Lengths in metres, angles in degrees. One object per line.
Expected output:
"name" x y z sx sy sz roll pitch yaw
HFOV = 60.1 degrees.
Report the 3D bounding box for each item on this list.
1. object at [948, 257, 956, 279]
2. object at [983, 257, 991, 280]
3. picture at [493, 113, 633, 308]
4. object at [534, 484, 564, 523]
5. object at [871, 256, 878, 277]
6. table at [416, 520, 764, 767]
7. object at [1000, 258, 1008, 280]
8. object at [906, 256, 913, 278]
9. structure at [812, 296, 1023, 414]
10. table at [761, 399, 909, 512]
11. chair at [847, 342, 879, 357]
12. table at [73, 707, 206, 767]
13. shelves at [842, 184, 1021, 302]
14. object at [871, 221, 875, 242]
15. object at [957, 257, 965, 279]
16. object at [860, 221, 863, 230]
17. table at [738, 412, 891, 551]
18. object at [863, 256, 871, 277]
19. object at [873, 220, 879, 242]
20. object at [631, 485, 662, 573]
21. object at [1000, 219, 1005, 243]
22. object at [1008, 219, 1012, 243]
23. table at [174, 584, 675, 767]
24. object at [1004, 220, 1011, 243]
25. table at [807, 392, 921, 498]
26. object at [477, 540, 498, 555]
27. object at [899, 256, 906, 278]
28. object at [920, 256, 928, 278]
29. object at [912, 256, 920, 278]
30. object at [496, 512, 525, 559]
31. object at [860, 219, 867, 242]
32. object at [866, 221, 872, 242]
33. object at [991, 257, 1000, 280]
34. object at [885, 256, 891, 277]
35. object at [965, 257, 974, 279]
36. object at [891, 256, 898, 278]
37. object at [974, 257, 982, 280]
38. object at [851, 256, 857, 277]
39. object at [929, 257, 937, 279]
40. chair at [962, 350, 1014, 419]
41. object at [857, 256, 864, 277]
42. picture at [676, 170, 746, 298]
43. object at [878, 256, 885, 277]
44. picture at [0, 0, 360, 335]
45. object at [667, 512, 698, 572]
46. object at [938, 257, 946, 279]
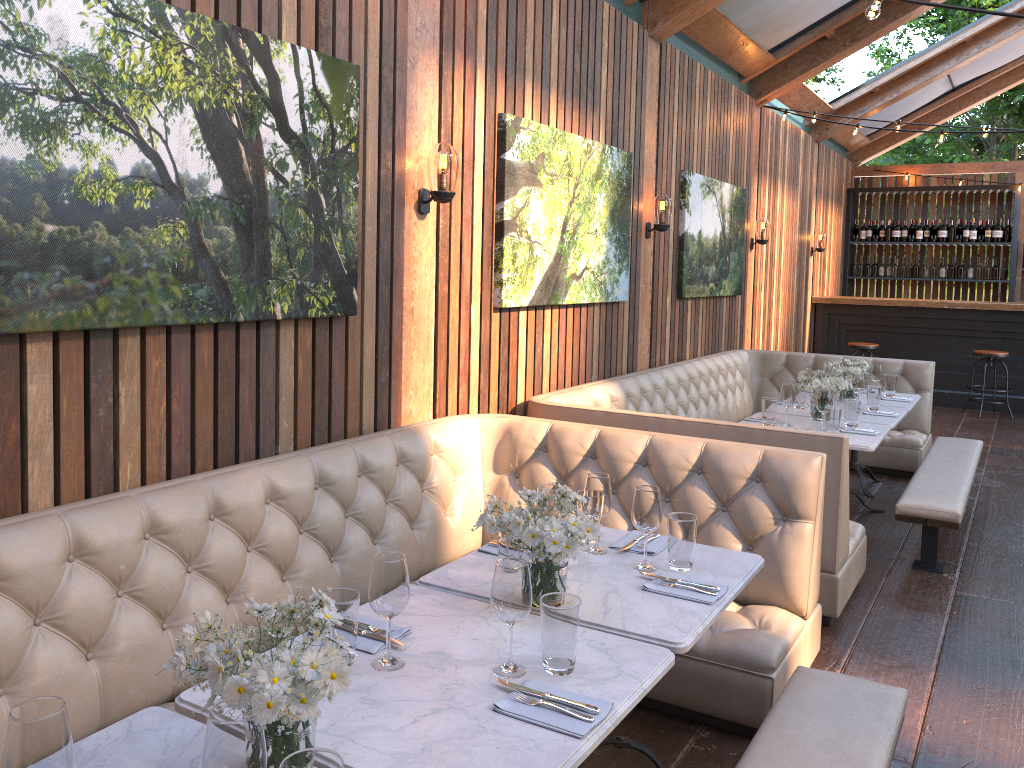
"object" 6.162 -1.626 12.398 0.094 0.307 0.094 -1 5 -32
"object" 6.528 -1.586 12.158 0.094 0.307 0.094 3 4 26
"picture" 0.357 -0.972 5.251 0.065 0.993 1.656 4 7 30
"object" 0.108 0.424 2.603 0.092 0.243 0.093 1 4 -12
"object" 5.301 -1.717 12.929 0.094 0.307 0.094 -1 5 -32
"table" 0.252 0.880 2.661 0.800 0.669 0.802 5 7 29
"object" 6.719 -1.570 12.073 0.094 0.307 0.095 -1 5 -34
"object" 5.697 -1.674 12.675 0.094 0.307 0.095 -1 5 -34
"structure" 6.960 -0.224 9.961 6.816 1.269 0.859 6 6 30
"table" 2.126 0.504 5.851 0.800 0.669 0.801 5 7 30
"chair" 4.246 -0.123 10.749 0.469 0.732 0.469 5 6 37
"table" -0.575 1.045 1.256 0.800 0.669 0.802 5 7 29
"shelves" 5.940 -1.386 12.680 2.207 2.816 0.503 4 5 30
"object" 5.284 -2.235 12.969 0.136 0.314 0.137 1 4 -8
"object" 6.244 -1.613 12.309 0.094 0.307 0.095 1 4 -5
"object" 5.189 -2.252 13.079 0.078 0.311 0.078 3 4 25
"table" 1.713 0.587 5.148 0.800 0.669 0.802 5 7 29
"object" 5.197 -1.722 12.946 0.094 0.307 0.095 1 4 -5
"object" 5.274 -2.215 12.825 0.077 0.308 0.078 2 4 9
"object" 0.398 0.428 2.625 0.092 0.243 0.092 4 5 33
"object" 6.727 -2.105 12.171 0.087 0.333 0.088 2 4 10
"object" 6.781 -2.088 12.090 0.081 0.322 0.081 2 4 9
"table" -0.161 0.962 1.958 0.800 0.669 0.801 5 7 30
"object" 6.721 -2.067 11.998 0.075 0.301 0.075 -2 5 -43
"table" 2.540 0.421 6.554 0.800 0.669 0.802 5 7 29
"object" 0.034 0.515 2.760 0.255 0.019 0.158 6 9 30
"object" 5.621 -1.684 12.735 0.094 0.307 0.094 3 4 26
"object" 5.835 -1.651 12.528 0.094 0.307 0.095 2 4 12
"object" 5.752 -1.662 12.597 0.094 0.307 0.094 4 5 31
"object" -0.002 0.466 2.594 0.092 0.157 0.092 3 5 17
"object" 5.148 -2.247 12.956 0.087 0.333 0.088 2 4 10
"object" 5.208 -2.223 12.888 0.077 0.305 0.077 -2 5 -43
"object" 6.612 -1.575 12.094 0.094 0.307 0.094 4 5 31
"object" 5.466 -1.702 12.848 0.094 0.307 0.094 1 4 -5
"object" 6.351 -1.606 12.276 0.094 0.307 0.094 1 4 -5
"object" 5.515 -1.688 12.750 0.094 0.307 0.095 -2 5 -39
"object" 6.453 -1.598 12.235 0.094 0.307 0.095 -2 5 -39
"object" 5.062 -1.744 13.086 0.094 0.307 0.095 3 4 17
"object" 5.956 -1.646 12.511 0.094 0.307 0.094 4 5 30
"chair" 5.425 -0.004 10.060 0.468 0.732 0.470 3 5 13
"object" 5.114 -1.729 12.985 0.095 0.307 0.094 4 5 35
"picture" 1.740 -1.251 7.617 0.065 0.993 1.656 4 7 30
"object" 5.382 -1.709 12.879 0.094 0.307 0.094 4 5 28
"picture" -1.050 -0.689 2.844 0.065 0.993 1.656 4 7 30
"object" 0.506 0.472 2.640 0.092 0.157 0.092 3 5 17
"object" 6.051 -1.634 12.435 0.094 0.307 0.094 4 5 28
